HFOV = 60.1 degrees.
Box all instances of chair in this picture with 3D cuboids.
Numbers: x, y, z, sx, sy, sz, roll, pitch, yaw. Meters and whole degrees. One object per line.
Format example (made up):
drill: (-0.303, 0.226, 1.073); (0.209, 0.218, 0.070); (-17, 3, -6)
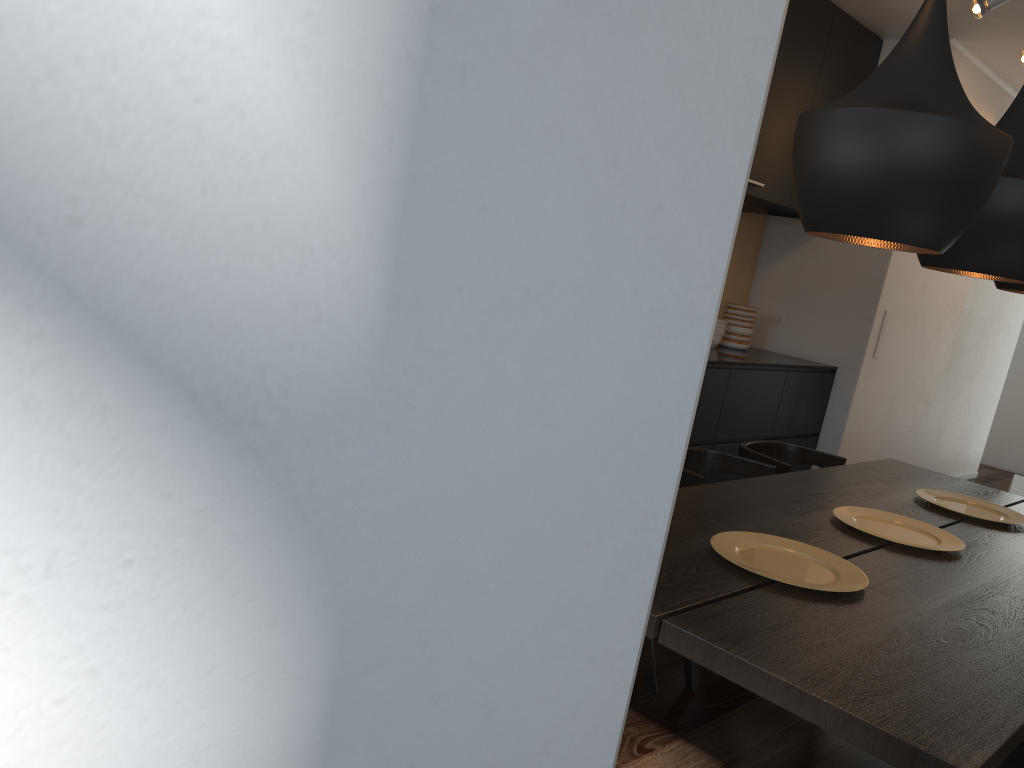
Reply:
chair: (0.690, 0.615, 3.104); (0.513, 0.681, 0.592); (20, 15, 40)
chair: (1.110, 0.619, 3.544); (0.513, 0.681, 0.592); (20, 15, 41)
chair: (1.057, 0.898, 1.765); (0.513, 0.681, 0.592); (20, 15, 40)
chair: (0.179, 0.602, 2.610); (0.513, 0.681, 0.591); (19, 14, 38)

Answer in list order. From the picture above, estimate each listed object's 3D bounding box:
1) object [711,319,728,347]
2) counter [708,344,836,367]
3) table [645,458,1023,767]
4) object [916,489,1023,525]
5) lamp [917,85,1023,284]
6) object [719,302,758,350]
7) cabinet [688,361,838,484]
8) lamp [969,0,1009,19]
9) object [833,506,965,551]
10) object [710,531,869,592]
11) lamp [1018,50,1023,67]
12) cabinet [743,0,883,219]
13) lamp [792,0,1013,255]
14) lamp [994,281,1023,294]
object: (1.200, -0.309, 5.296); (0.158, 0.162, 0.151); (6, 12, -19)
counter: (0.006, -0.207, 3.852); (0.722, 0.002, 5.054); (19, 12, 42)
table: (1.070, 0.763, 2.578); (1.092, 0.689, 2.497); (19, 13, 42)
object: (1.553, 0.420, 2.994); (0.355, 0.017, 0.351); (2, 13, -43)
lamp: (1.283, -0.553, 2.295); (0.408, 0.549, 0.407); (14, 12, 18)
object: (1.384, -0.353, 5.436); (0.197, 0.268, 0.196); (14, 12, 16)
cabinet: (-0.071, 0.231, 3.954); (0.723, 0.914, 5.057); (21, 14, 42)
lamp: (2.035, -1.621, 3.636); (0.250, 0.243, 0.084); (13, 13, 13)
object: (1.092, 0.415, 2.512); (0.353, 0.017, 0.353); (14, 10, 23)
object: (0.631, 0.409, 2.029); (0.355, 0.017, 0.351); (2, 13, -43)
lamp: (2.553, -1.616, 4.180); (0.249, 0.243, 0.084); (14, 13, 18)
cabinet: (1.245, -1.551, 4.721); (0.524, 1.066, 1.953); (21, 15, 42)
lamp: (0.801, -0.558, 1.791); (0.412, 0.549, 0.404); (7, 12, -14)
lamp: (1.765, -0.548, 2.799); (0.411, 0.549, 0.405); (10, 12, 0)
